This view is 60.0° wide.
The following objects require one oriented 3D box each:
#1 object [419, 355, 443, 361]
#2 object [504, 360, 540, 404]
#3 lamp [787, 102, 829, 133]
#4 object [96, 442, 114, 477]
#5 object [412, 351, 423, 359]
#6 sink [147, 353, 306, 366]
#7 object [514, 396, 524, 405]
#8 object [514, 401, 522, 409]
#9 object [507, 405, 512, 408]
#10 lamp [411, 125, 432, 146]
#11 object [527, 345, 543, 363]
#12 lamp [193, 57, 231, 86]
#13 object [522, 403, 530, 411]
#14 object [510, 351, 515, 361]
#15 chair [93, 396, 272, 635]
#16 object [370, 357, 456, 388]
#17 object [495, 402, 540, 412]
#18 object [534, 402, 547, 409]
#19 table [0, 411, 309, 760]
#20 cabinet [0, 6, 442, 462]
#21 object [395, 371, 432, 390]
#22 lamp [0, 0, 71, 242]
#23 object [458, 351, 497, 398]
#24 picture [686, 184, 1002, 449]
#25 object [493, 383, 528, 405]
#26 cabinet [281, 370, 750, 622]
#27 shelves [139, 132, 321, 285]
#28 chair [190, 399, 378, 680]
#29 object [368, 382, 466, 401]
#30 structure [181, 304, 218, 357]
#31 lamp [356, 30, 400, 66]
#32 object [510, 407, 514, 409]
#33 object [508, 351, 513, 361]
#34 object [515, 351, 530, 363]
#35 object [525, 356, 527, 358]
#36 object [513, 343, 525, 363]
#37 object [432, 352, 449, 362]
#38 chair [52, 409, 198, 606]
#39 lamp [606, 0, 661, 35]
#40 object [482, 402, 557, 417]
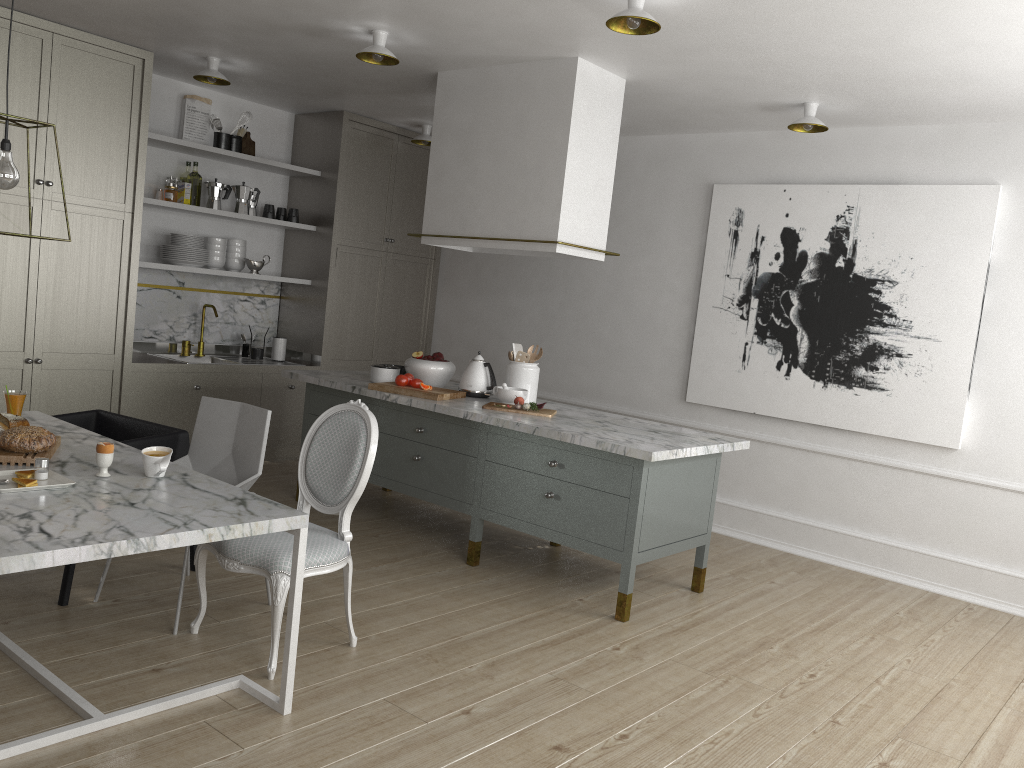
[{"bbox_3d":[-0.441,-0.114,4.747,0.154,0.074,0.135,10,6,35],"label":"object"},{"bbox_3d":[0.049,-0.013,4.601,0.174,0.208,0.174,3,6,-33],"label":"object"},{"bbox_3d":[1.487,-1.334,4.434,0.197,0.130,0.197,9,6,24],"label":"lamp"},{"bbox_3d":[-1.214,0.222,2.641,0.050,0.101,0.050,1,7,-44],"label":"object"},{"bbox_3d":[-0.505,-0.154,4.747,0.061,0.048,0.054,7,5,3],"label":"object"},{"bbox_3d":[-1.860,-0.074,5.812,0.475,0.174,0.877,11,7,39],"label":"sink"},{"bbox_3d":[0.035,0.084,4.270,0.050,0.051,0.090,7,5,2],"label":"object"},{"bbox_3d":[0.029,0.100,4.169,0.033,0.037,0.034,8,6,17],"label":"object"},{"bbox_3d":[-0.011,0.105,4.182,0.013,0.017,0.030,2,7,-42],"label":"object"},{"bbox_3d":[-0.598,-1.726,6.151,0.197,0.130,0.197,11,7,44],"label":"lamp"},{"bbox_3d":[0.081,-0.061,4.640,0.131,0.296,0.056,3,6,-31],"label":"object"},{"bbox_3d":[-1.646,-1.725,4.878,0.197,0.130,0.197,5,5,-16],"label":"lamp"},{"bbox_3d":[0.067,0.106,4.157,0.035,0.036,0.037,9,6,27],"label":"object"},{"bbox_3d":[0.038,-0.043,4.634,0.118,0.250,0.033,5,5,-11],"label":"object"},{"bbox_3d":[-1.171,0.443,3.237,0.470,0.745,0.439,9,6,29],"label":"chair"},{"bbox_3d":[-0.533,-0.071,4.822,0.491,0.156,0.364,8,5,16],"label":"object"},{"bbox_3d":[0.020,0.101,4.190,0.224,0.058,0.116,5,5,-15],"label":"object"},{"bbox_3d":[0.131,0.104,4.248,0.057,0.039,0.049,10,7,36],"label":"object"},{"bbox_3d":[-1.555,0.525,2.730,1.781,0.583,0.870,11,7,39],"label":"table"},{"bbox_3d":[-2.673,-0.715,5.040,0.947,2.377,5.433,11,7,39],"label":"cabinet"},{"bbox_3d":[-0.480,-0.019,4.441,0.194,0.079,0.135,9,6,28],"label":"object"},{"bbox_3d":[-1.572,-1.027,2.781,0.584,1.108,0.584,3,7,-36],"label":"lamp"},{"bbox_3d":[-0.178,-0.052,4.601,0.178,0.236,0.204,5,5,-14],"label":"object"},{"bbox_3d":[1.739,-0.433,4.897,1.545,1.315,0.039,11,7,39],"label":"picture"},{"bbox_3d":[-0.006,0.047,4.434,0.172,0.110,0.159,6,5,-6],"label":"object"},{"bbox_3d":[-0.127,0.447,4.496,2.360,0.721,0.870,11,7,39],"label":"cabinet"},{"bbox_3d":[-1.909,-1.095,5.701,0.352,0.775,1.339,11,7,39],"label":"shelves"},{"bbox_3d":[-0.744,0.464,2.996,0.480,0.833,0.505,10,7,36],"label":"chair"},{"bbox_3d":[-0.474,0.033,4.454,0.400,0.030,0.290,9,6,24],"label":"object"},{"bbox_3d":[-2.035,-0.348,5.762,0.167,0.347,0.195,1,7,-43],"label":"structure"},{"bbox_3d":[-0.604,-1.529,4.020,0.197,0.130,0.197,5,5,-16],"label":"lamp"},{"bbox_3d":[-0.002,0.112,4.166,0.043,0.008,0.059,6,5,-9],"label":"object"},{"bbox_3d":[0.022,-0.041,4.587,0.117,0.251,0.061,8,6,19],"label":"object"},{"bbox_3d":[0.020,-0.044,4.563,0.054,0.262,0.149,3,7,-36],"label":"object"},{"bbox_3d":[0.070,-0.039,4.643,0.114,0.247,0.050,11,7,44],"label":"object"},{"bbox_3d":[0.051,-0.060,4.606,0.064,0.290,0.141,2,7,-37],"label":"object"},{"bbox_3d":[-0.384,-0.122,4.762,0.071,0.091,0.167,4,6,-25],"label":"object"},{"bbox_3d":[-1.640,0.444,3.484,0.569,0.597,0.609,9,6,29],"label":"chair"},{"bbox_3d":[0.439,-1.333,3.162,0.197,0.130,0.197,8,5,14],"label":"lamp"},{"bbox_3d":[0.038,0.121,4.223,0.330,0.012,0.220,7,5,9],"label":"object"}]
